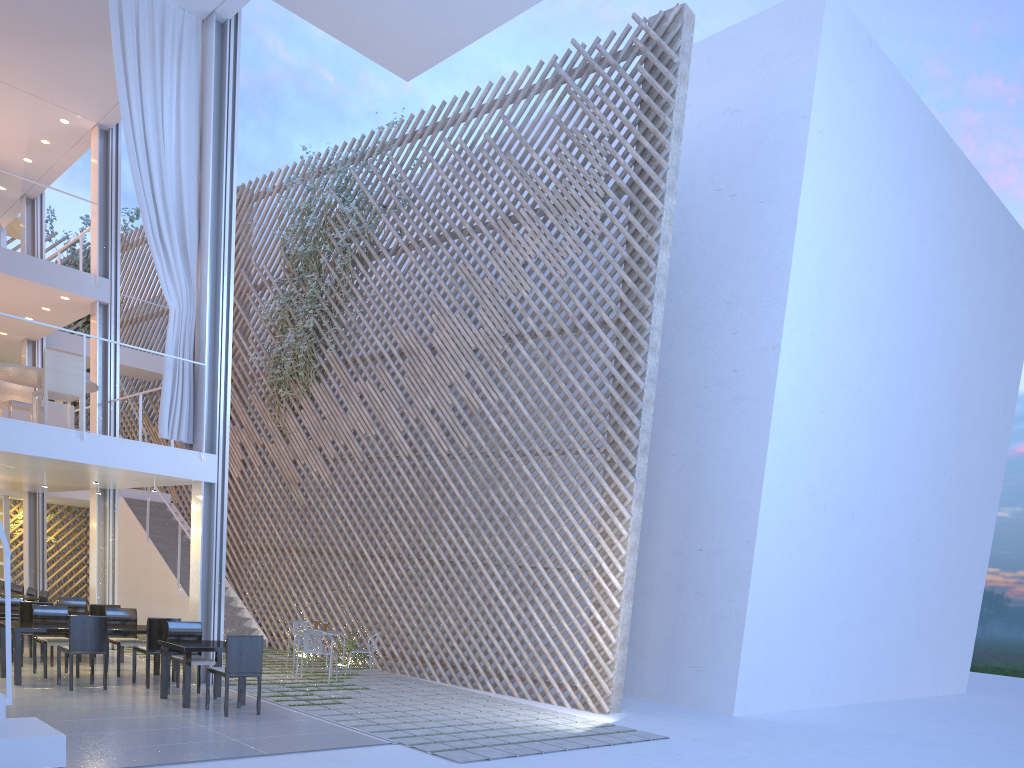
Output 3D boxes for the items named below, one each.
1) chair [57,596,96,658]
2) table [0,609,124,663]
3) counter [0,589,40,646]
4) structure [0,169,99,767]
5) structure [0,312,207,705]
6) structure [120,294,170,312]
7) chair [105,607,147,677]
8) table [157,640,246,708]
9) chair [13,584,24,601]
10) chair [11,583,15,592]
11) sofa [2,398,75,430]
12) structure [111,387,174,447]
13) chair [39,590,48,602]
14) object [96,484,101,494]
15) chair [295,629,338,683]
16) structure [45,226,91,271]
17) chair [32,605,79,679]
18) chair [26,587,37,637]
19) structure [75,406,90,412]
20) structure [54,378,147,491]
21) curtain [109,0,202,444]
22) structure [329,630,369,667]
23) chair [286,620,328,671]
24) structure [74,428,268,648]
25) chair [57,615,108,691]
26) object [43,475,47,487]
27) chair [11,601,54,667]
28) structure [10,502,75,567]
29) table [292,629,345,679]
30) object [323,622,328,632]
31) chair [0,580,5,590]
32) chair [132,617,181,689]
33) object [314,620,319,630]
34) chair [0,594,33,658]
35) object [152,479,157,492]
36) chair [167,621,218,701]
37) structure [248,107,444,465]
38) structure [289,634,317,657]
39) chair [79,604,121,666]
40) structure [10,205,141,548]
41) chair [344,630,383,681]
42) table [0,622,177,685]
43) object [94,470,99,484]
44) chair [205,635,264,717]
[{"bbox_3d":[-3.130,1.751,5.920,0.192,0.443,0.233,0,6,-44],"label":"chair"},{"bbox_3d":[-3.151,1.711,5.571,0.938,0.327,0.347,15,-9,-43],"label":"table"},{"bbox_3d":[-4.699,1.839,6.762,0.834,0.372,2.504,14,-16,-43],"label":"counter"},{"bbox_3d":[-2.446,-0.010,4.250,1.734,3.346,3.613,1,0,-45],"label":"structure"},{"bbox_3d":[-1.850,0.552,3.950,1.380,1.803,1.418,4,0,-44],"label":"structure"},{"bbox_3d":[-3.847,-0.601,7.863,1.167,0.564,0.026,14,0,-43],"label":"structure"},{"bbox_3d":[-2.445,1.643,5.228,0.192,0.443,0.233,0,6,-44],"label":"chair"},{"bbox_3d":[-1.684,1.576,4.487,0.365,0.333,0.347,8,-4,-44],"label":"table"},{"bbox_3d":[-4.260,1.890,6.903,0.186,0.443,0.240,9,6,41],"label":"chair"},{"bbox_3d":[-4.482,1.932,7.153,0.186,0.443,0.241,10,6,43],"label":"chair"},{"bbox_3d":[-3.575,0.333,5.921,0.510,0.368,0.978,10,-11,-44],"label":"sofa"},{"bbox_3d":[-2.437,0.315,5.620,0.027,0.561,1.689,-4,-2,-45],"label":"structure"},{"bbox_3d":[-3.784,1.818,6.432,0.241,0.443,0.185,2,6,-42],"label":"chair"},{"bbox_3d":[-2.880,0.726,5.734,0.029,0.080,0.028,1,7,-32],"label":"object"},{"bbox_3d":[-1.350,1.868,5.672,0.263,0.384,0.244,5,2,1],"label":"chair"},{"bbox_3d":[-3.611,-0.862,6.708,0.027,0.561,1.691,-4,-2,-45],"label":"structure"},{"bbox_3d":[-2.738,1.549,4.943,0.192,0.443,0.233,0,6,-44],"label":"chair"},{"bbox_3d":[-4.017,1.856,6.673,0.186,0.443,0.241,10,6,44],"label":"chair"},{"bbox_3d":[-3.723,0.517,6.916,0.027,0.561,1.691,-4,-2,-45],"label":"structure"},{"bbox_3d":[-4.509,0.234,8.894,1.237,1.908,0.530,6,6,40],"label":"structure"},{"bbox_3d":[-1.999,-0.901,4.597,0.510,2.449,0.094,-3,11,-45],"label":"curtain"},{"bbox_3d":[-1.335,2.170,6.755,0.312,0.325,0.299,4,-2,31],"label":"structure"},{"bbox_3d":[-1.573,1.993,6.269,0.265,0.383,0.242,3,2,-44],"label":"chair"},{"bbox_3d":[-3.321,1.410,7.637,1.936,1.982,1.187,3,1,39],"label":"structure"},{"bbox_3d":[-2.411,1.498,4.613,0.192,0.443,0.233,0,6,-44],"label":"chair"},{"bbox_3d":[-3.120,0.649,5.500,0.029,0.080,0.028,1,7,-32],"label":"object"},{"bbox_3d":[-3.097,1.605,5.305,0.192,0.443,0.233,0,6,-44],"label":"chair"},{"bbox_3d":[-5.451,1.626,9.380,1.149,2.018,0.283,2,8,-42],"label":"structure"},{"bbox_3d":[-1.406,1.964,6.004,0.347,0.335,0.350,4,-3,8],"label":"table"},{"bbox_3d":[-1.337,1.743,5.898,0.032,0.078,0.030,5,5,1],"label":"object"},{"bbox_3d":[-4.715,1.969,7.393,0.241,0.443,0.185,2,6,-42],"label":"chair"},{"bbox_3d":[-2.118,1.592,4.899,0.192,0.443,0.233,0,6,-44],"label":"chair"},{"bbox_3d":[-1.442,1.773,6.061,0.032,0.078,0.030,5,5,1],"label":"object"},{"bbox_3d":[-3.424,1.657,5.634,0.192,0.443,0.233,0,6,-44],"label":"chair"},{"bbox_3d":[-3.440,0.900,5.111,1.829,0.815,1.713,-4,-13,43],"label":"object"},{"bbox_3d":[-1.788,1.549,4.605,0.192,0.443,0.233,0,6,-44],"label":"chair"},{"bbox_3d":[-1.506,-0.646,6.889,2.326,2.758,0.732,4,5,37],"label":"structure"},{"bbox_3d":[-1.803,2.271,7.202,0.271,0.262,0.259,7,-3,-36],"label":"structure"},{"bbox_3d":[-2.804,1.699,5.591,0.192,0.443,0.233,0,6,-44],"label":"chair"},{"bbox_3d":[-5.529,0.157,10.092,3.249,4.576,1.106,6,6,43],"label":"structure"},{"bbox_3d":[-1.084,1.981,6.046,0.250,0.383,0.257,5,2,-4],"label":"chair"},{"bbox_3d":[-2.500,1.609,4.915,0.938,0.327,0.347,15,-9,-43],"label":"table"},{"bbox_3d":[-2.428,0.541,4.803,0.029,0.080,0.028,1,7,-32],"label":"object"},{"bbox_3d":[-1.438,1.494,4.252,0.192,0.443,0.233,0,6,-44],"label":"chair"}]
